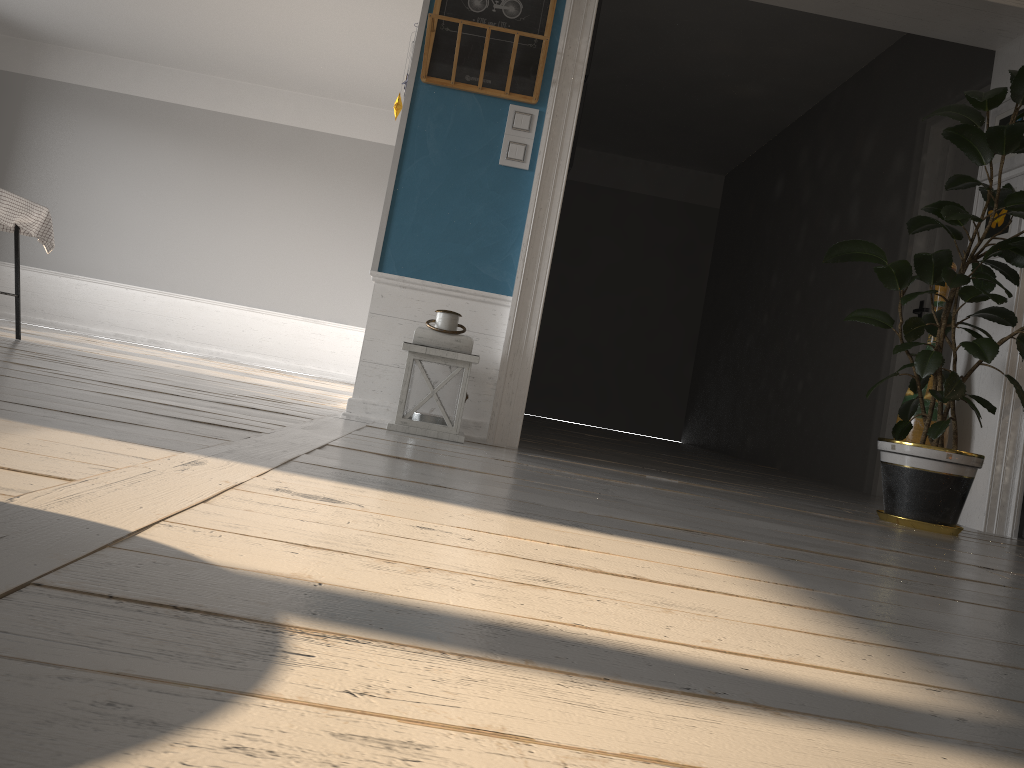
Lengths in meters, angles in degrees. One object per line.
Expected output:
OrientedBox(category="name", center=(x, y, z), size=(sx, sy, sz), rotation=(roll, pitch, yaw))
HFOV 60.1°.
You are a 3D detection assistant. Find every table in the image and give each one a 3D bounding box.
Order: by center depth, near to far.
OrientedBox(category="table", center=(-3.673, -0.810, 4.716), size=(2.024, 0.788, 0.929), rotation=(10, -2, -3))

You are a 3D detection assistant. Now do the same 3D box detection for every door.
OrientedBox(category="door", center=(2.451, -0.466, 4.818), size=(0.178, 2.317, 1.033), rotation=(11, -4, -3))

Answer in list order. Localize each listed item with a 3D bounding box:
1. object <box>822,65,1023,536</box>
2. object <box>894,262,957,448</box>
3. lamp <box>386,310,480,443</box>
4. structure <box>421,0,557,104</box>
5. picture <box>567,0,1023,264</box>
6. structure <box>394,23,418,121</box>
OrientedBox(category="object", center=(1.871, -0.333, 1.707), size=(1.010, 1.801, 3.887), rotation=(11, -1, -4))
OrientedBox(category="object", center=(1.824, 0.015, 3.880), size=(0.215, 1.129, 0.215), rotation=(11, -4, -9))
OrientedBox(category="lamp", center=(-0.283, -0.046, 3.374), size=(0.286, 0.480, 0.286), rotation=(11, -3, -4))
OrientedBox(category="structure", center=(-0.063, -1.584, 3.605), size=(0.495, 0.779, 0.184), rotation=(10, -4, -3))
OrientedBox(category="picture", center=(1.247, -1.101, 3.914), size=(1.944, 0.756, 0.357), rotation=(10, -4, -3))
OrientedBox(category="structure", center=(-0.456, -1.378, 3.921), size=(0.078, 0.449, 0.134), rotation=(11, -4, -15))
